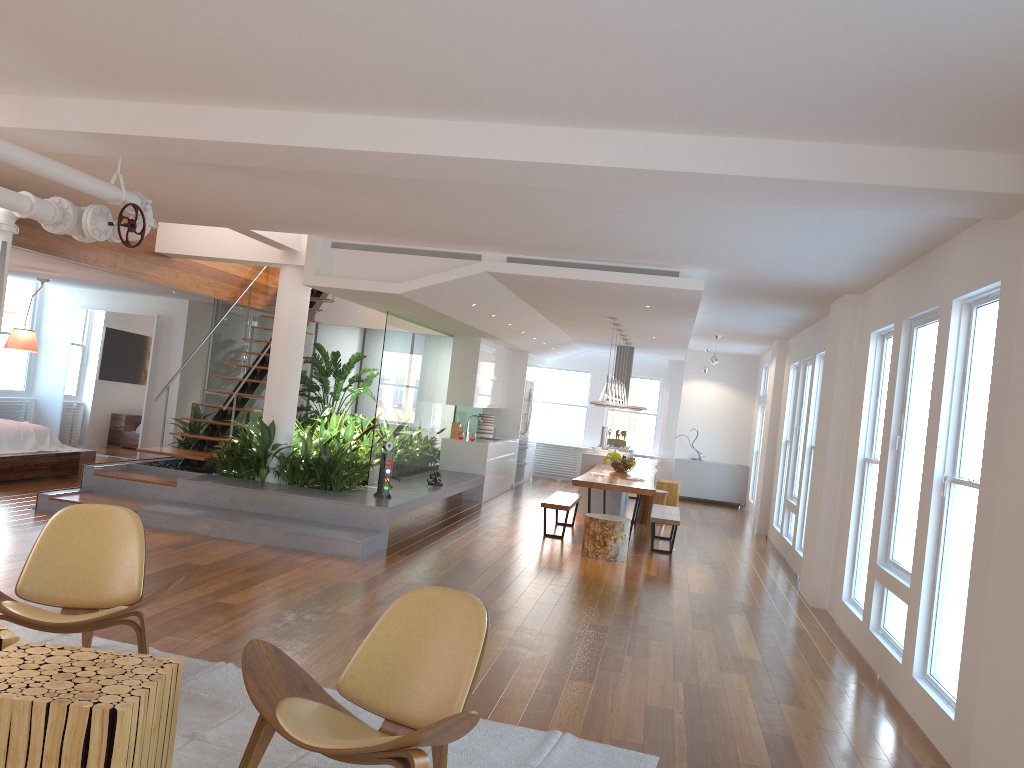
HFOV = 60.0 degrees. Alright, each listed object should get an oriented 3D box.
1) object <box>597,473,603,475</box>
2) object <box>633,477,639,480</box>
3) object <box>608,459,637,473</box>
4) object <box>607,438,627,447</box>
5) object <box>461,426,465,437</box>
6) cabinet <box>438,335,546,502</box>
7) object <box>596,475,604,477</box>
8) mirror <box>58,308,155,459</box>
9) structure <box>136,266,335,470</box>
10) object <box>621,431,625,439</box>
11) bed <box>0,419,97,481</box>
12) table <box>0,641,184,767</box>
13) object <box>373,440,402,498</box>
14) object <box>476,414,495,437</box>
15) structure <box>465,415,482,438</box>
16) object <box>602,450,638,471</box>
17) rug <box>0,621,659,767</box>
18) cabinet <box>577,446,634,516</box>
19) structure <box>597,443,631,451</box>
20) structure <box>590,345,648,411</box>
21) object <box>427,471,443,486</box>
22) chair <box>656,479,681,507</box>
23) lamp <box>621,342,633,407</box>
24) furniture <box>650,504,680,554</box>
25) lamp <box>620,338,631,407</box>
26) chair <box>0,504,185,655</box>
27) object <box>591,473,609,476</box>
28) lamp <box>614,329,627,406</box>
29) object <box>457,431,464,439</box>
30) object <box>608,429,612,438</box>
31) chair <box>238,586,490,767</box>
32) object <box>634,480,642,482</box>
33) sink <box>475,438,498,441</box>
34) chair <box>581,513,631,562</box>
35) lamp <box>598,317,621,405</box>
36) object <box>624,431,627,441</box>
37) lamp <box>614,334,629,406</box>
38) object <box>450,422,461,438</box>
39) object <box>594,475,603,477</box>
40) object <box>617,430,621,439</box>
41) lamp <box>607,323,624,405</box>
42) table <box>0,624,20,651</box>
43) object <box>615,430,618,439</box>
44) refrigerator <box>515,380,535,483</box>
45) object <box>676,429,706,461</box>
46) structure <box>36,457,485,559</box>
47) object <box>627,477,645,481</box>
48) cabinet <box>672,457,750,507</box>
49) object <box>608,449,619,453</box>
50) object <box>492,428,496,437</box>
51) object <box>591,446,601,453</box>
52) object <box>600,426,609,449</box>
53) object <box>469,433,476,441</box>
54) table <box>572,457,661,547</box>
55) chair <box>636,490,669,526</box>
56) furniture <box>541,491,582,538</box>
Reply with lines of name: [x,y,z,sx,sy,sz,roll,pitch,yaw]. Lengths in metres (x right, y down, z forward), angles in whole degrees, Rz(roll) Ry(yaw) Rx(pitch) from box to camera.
object: [1.027,1.053,10.347,0.070,0.030,0.079,7,-1,-26]
object: [1.431,1.097,10.225,0.070,0.030,0.079,7,-1,-36]
object: [1.398,1.050,11.272,0.360,0.159,0.360,7,-1,-26]
object: [1.761,1.003,15.048,0.353,0.157,0.084,6,-1,10]
object: [-0.763,0.709,13.194,0.100,0.170,0.173,6,-1,12]
cabinet: [-0.218,0.557,14.627,0.676,2.280,4.565,6,-1,10]
object: [0.996,1.061,10.249,0.164,0.006,0.017,6,-1,15]
mirror: [-5.822,-0.018,12.716,1.267,2.044,0.049,6,-1,10]
structure: [-2.131,-0.852,11.199,2.552,4.265,4.591,6,-1,10]
object: [1.865,0.936,15.024,0.068,0.298,0.039,6,-1,10]
bed: [-6.336,0.631,9.826,2.314,0.595,2.207,6,-1,10]
table: [-1.389,1.147,2.705,0.548,0.534,0.489,7,-1,-1]
object: [-1.203,0.847,8.739,0.134,0.565,0.318,7,-1,-43]
object: [-0.425,0.669,14.203,0.267,0.356,0.266,6,-1,36]
structure: [-0.588,0.740,13.666,0.248,0.536,0.115,6,-1,10]
object: [1.382,0.985,11.291,0.394,0.284,0.292,7,-1,-26]
rug: [-1.470,1.364,2.688,3.525,0.057,3.478,6,-1,15]
cabinet: [1.477,1.452,13.696,0.597,0.832,2.936,6,-1,10]
structure: [1.691,1.034,14.606,0.520,0.073,0.650,6,-1,10]
structure: [1.840,-0.289,14.596,0.909,1.405,0.900,6,-1,10]
object: [-0.910,1.105,10.422,0.216,0.155,0.181,7,-1,-25]
chair: [2.491,1.775,14.206,0.344,0.430,0.549,6,-1,14]
lamp: [1.745,-0.180,13.621,0.160,1.060,0.160,6,-1,37]
furniture: [1.744,1.662,10.185,0.316,0.389,1.433,6,-1,10]
lamp: [1.619,-0.204,12.909,0.160,1.060,0.160,6,-1,37]
chair: [-1.933,0.993,4.029,0.856,0.752,0.867,6,-1,15]
object: [1.027,1.059,10.347,0.222,0.020,0.222,7,-1,-39]
lamp: [1.366,-0.251,11.486,0.160,1.060,0.160,6,-1,37]
object: [-0.732,0.734,12.660,0.094,0.106,0.094,6,-1,16]
object: [1.655,0.911,15.080,0.055,0.299,0.027,6,-1,10]
chair: [-0.444,1.150,3.030,0.867,0.752,0.856,7,-1,-30]
object: [1.425,1.100,10.119,0.158,0.017,0.019,6,-1,5]
sink: [-0.425,0.955,13.601,0.449,0.192,0.666,6,-1,10]
chair: [0.950,1.546,8.970,0.460,0.400,0.460,6,-1,20]
lamp: [1.113,-0.298,10.063,0.160,1.060,0.160,6,-1,37]
object: [1.904,0.941,15.035,0.057,0.294,0.030,6,-1,10]
lamp: [1.492,-0.227,12.198,0.160,1.060,0.160,6,-1,37]
object: [-0.817,0.674,12.953,0.104,0.222,0.200,6,-1,10]
object: [0.989,1.056,10.217,0.149,0.014,0.044,6,-1,9]
object: [1.802,0.928,15.033,0.057,0.299,0.019,6,-1,10]
lamp: [1.239,-0.275,10.774,0.160,1.060,0.160,6,-1,37]
table: [-2.053,1.075,2.976,0.548,0.534,0.489,6,-1,40]
object: [1.772,0.925,15.058,0.061,0.299,0.040,6,-1,8]
refrigerator: [-0.059,0.801,15.346,0.725,1.772,0.908,6,-1,10]
object: [3.251,1.083,16.043,0.590,0.563,0.210,7,-1,-19]
structure: [-2.277,1.221,10.483,3.088,0.386,5.584,6,-1,10]
object: [1.431,1.103,10.225,0.222,0.020,0.222,6,-1,2]
cabinet: [3.562,1.766,16.009,1.309,0.725,0.420,6,-1,10]
object: [1.437,0.974,12.622,0.152,0.082,0.152,7,-1,-29]
object: [-0.400,0.760,14.588,0.284,0.196,0.265,7,-1,-38]
object: [1.215,0.951,12.788,0.152,0.082,0.152,7,-1,-40]
object: [1.487,0.862,14.183,0.172,0.356,0.120,7,-1,-32]
object: [-0.563,0.753,12.582,0.094,0.106,0.094,6,-1,16]
table: [1.553,1.506,12.261,0.893,0.704,5.996,6,-1,10]
chair: [1.903,1.674,12.064,0.396,0.455,0.402,7,-1,0]
furniture: [0.578,1.532,10.397,0.316,0.389,1.433,6,-1,10]
